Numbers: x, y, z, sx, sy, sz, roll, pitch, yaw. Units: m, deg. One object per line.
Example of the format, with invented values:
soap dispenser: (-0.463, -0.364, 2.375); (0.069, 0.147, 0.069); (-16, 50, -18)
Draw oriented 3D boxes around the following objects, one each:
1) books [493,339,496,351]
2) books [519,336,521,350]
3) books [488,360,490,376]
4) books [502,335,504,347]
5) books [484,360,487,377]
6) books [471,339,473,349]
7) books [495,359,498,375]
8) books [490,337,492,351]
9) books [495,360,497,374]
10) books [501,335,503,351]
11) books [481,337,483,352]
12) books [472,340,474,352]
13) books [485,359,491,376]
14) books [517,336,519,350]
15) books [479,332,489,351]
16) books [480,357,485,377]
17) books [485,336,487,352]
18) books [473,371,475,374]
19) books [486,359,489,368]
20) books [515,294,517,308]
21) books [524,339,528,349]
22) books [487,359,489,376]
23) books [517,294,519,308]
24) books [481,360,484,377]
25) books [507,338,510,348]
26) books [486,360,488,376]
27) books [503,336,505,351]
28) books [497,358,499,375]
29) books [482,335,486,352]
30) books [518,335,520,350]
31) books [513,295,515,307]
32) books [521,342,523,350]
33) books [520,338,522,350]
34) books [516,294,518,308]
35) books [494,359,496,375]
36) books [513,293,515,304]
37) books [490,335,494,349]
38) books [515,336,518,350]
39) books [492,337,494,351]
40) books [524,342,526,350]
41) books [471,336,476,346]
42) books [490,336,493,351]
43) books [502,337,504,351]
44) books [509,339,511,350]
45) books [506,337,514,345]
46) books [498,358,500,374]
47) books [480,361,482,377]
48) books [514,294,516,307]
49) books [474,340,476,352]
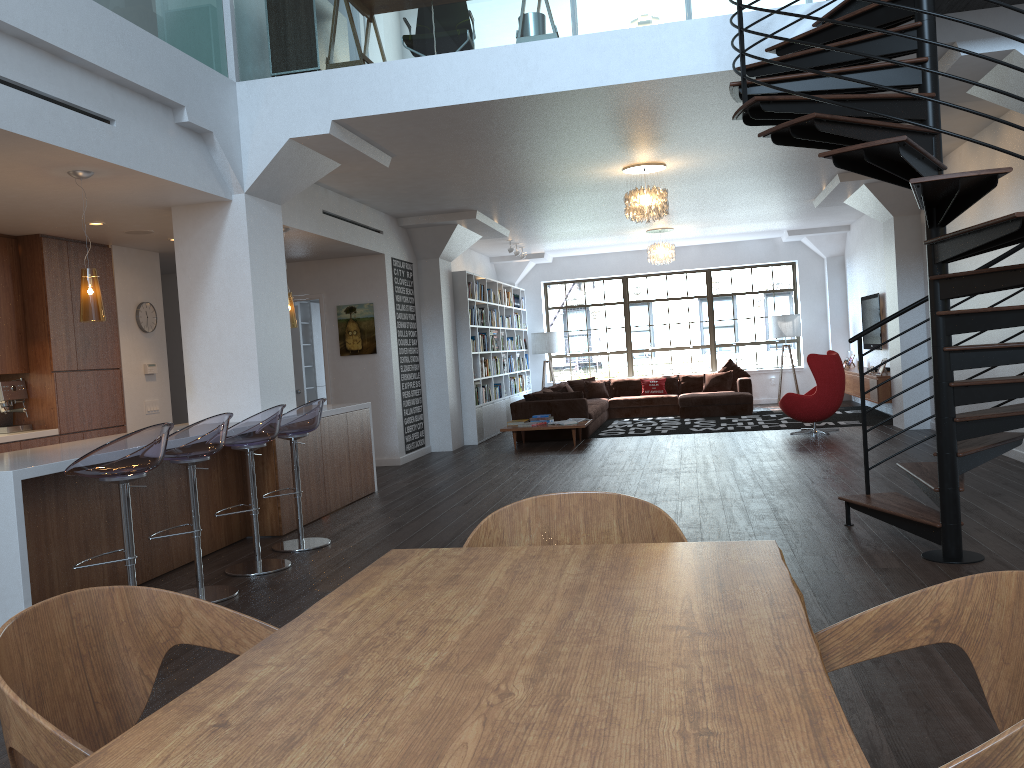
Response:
books: (-0.345, -0.614, 13.925); (0.161, 0.207, 0.135); (-4, 2, 11)
books: (0.062, -0.738, 16.021); (0.183, 0.253, 0.042); (-3, 2, 11)
books: (-0.426, -0.241, 13.447); (0.160, 0.250, 0.026); (-3, 2, 11)
books: (-0.230, -0.665, 14.566); (0.183, 0.253, 0.039); (-3, 2, 11)
books: (-0.468, -0.228, 13.229); (0.171, 0.246, 0.057); (-3, 2, 11)
books: (-0.623, -0.535, 12.503); (0.134, 0.184, 0.030); (-3, 2, 11)
books: (-0.313, -0.268, 13.966); (0.183, 0.253, 0.034); (-4, 2, 11)
books: (-0.401, -0.610, 13.654); (0.161, 0.223, 0.032); (-3, 2, 11)
books: (-0.331, -0.259, 13.930); (0.174, 0.240, 0.045); (-4, 2, 11)
books: (-0.241, -0.663, 14.461); (0.174, 0.251, 0.051); (-3, 2, 11)
books: (-0.514, -0.582, 13.069); (0.161, 0.223, 0.027); (-3, 2, 11)
books: (-0.604, -0.531, 12.546); (0.109, 0.171, 0.018); (-3, 2, 11)
books: (-0.417, -0.244, 13.475); (0.183, 0.253, 0.034); (-3, 2, 11)
books: (0.030, -0.727, 15.859); (0.171, 0.246, 0.039); (-3, 2, 11)
books: (-0.451, -0.632, 13.428); (0.176, 0.294, 0.102); (-3, 2, 11)
books: (-0.499, -0.244, 13.106); (0.176, 0.290, 0.053); (-3, 2, 11)
books: (-0.470, -0.601, 13.295); (0.174, 0.239, 0.045); (-3, 2, 11)
books: (-0.635, -0.153, 12.526); (0.174, 0.032, 0.254); (-4, 2, 6)
books: (-0.441, -0.239, 13.375); (0.183, 0.253, 0.034); (-3, 2, 11)
books: (-0.010, -1.483, 15.932); (0.183, 0.253, 0.042); (-3, 2, 11)
books: (0.180, -0.745, 16.573); (0.182, 0.215, 0.188); (-3, 2, 11)
books: (-0.444, -0.237, 13.342); (0.183, 0.253, 0.034); (-3, 2, 11)
books: (0.020, -1.489, 16.060); (0.183, 0.253, 0.042); (-3, 2, 11)
books: (-0.512, -0.218, 13.025); (0.171, 0.246, 0.057); (-3, 2, 11)
books: (-0.112, -0.670, 15.076); (0.140, 0.206, 0.042); (-3, 2, 11)
books: (-0.454, -0.236, 13.310); (0.183, 0.253, 0.034); (-3, 2, 11)
books: (-0.213, -0.667, 14.633); (0.171, 0.246, 0.036); (-3, 2, 11)
books: (-0.305, -0.274, 14.049); (0.180, 0.259, 0.060); (-4, 2, 11)
books: (-0.491, -0.602, 13.196); (0.182, 0.253, 0.034); (-3, 2, 11)
books: (0.040, -0.736, 15.937); (0.180, 0.259, 0.042); (-3, 2, 11)
books: (-0.039, -1.457, 15.685); (0.161, 0.223, 0.032); (-3, 2, 11)
books: (0.099, -0.721, 16.164); (0.161, 0.207, 0.135); (-4, 2, 11)
books: (0.080, -0.733, 16.110); (0.174, 0.236, 0.142); (-4, 2, 11)
books: (0.003, -1.485, 15.974); (0.183, 0.253, 0.042); (-3, 2, 11)
books: (-0.346, -0.260, 13.809); (0.183, 0.253, 0.034); (-4, 2, 11)
books: (-0.050, -1.474, 15.762); (0.183, 0.253, 0.042); (-3, 2, 11)
books: (-0.381, -0.632, 13.808); (0.183, 0.253, 0.042); (-3, 2, 11)
books: (0.000, -0.715, 15.676); (0.174, 0.240, 0.054); (-3, 2, 11)
books: (-0.373, -0.616, 13.770); (0.161, 0.223, 0.032); (-3, 2, 11)
books: (0.154, -0.738, 16.486); (0.167, 0.210, 0.162); (-3, 2, 11)
books: (-0.586, -0.567, 12.684); (0.140, 0.231, 0.042); (-3, 2, 11)
books: (-0.392, -0.620, 13.696); (0.174, 0.240, 0.054); (-3, 2, 11)
books: (-0.222, -0.651, 14.530); (0.161, 0.223, 0.030); (-3, 2, 11)
books: (-0.099, -0.664, 15.115); (0.139, 0.191, 0.036); (-3, 2, 11)
books: (-0.040, -0.700, 15.437); (0.140, 0.231, 0.042); (-3, 2, 11)
books: (-0.291, -0.276, 14.146); (0.183, 0.253, 0.034); (-4, 2, 11)
books: (-0.521, -0.239, 12.887); (0.140, 0.298, 0.044); (-3, 2, 11)
books: (-0.035, -1.477, 15.804); (0.183, 0.253, 0.042); (-3, 2, 11)
books: (-0.574, -0.534, 12.648); (0.107, 0.167, 0.017); (-3, 2, 11)
